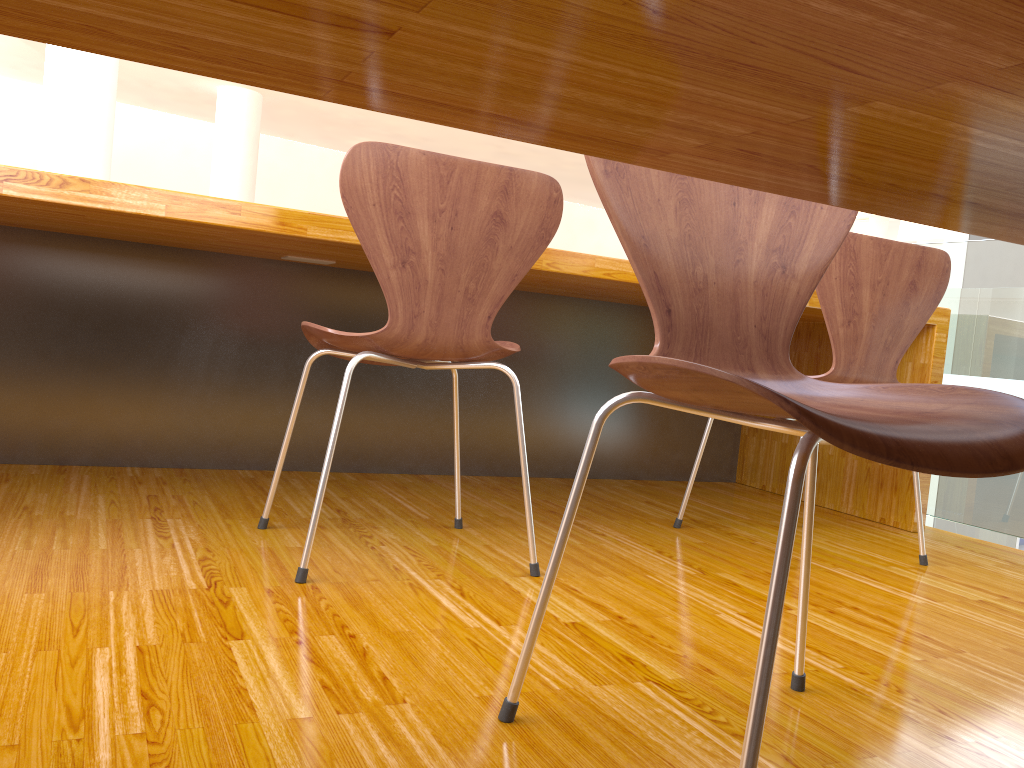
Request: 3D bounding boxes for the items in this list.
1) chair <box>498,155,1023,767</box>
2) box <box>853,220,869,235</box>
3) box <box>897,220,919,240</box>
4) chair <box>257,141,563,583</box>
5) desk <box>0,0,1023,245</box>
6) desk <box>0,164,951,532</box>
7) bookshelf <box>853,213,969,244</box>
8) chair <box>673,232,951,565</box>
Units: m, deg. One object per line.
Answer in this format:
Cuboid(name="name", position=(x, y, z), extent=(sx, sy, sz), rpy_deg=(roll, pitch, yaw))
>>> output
Cuboid(name="chair", position=(0.288, 0.046, 0.861), extent=(0.428, 0.693, 0.381), rpy_deg=(4, 3, -25))
Cuboid(name="box", position=(4.200, -1.784, 10.515), extent=(0.274, 0.296, 0.245), rpy_deg=(4, 3, -25))
Cuboid(name="box", position=(4.489, -1.725, 9.904), extent=(0.274, 0.296, 0.245), rpy_deg=(4, 3, -25))
Cuboid(name="chair", position=(-0.187, -0.037, 1.613), extent=(0.428, 0.693, 0.381), rpy_deg=(4, 3, -25))
Cuboid(name="desk", position=(0.370, 0.115, 0.460), extent=(3.356, 0.606, 0.760), rpy_deg=(4, 3, -25))
Cuboid(name="desk", position=(-0.588, 0.145, 2.265), extent=(3.216, 1.022, 1.248), rpy_deg=(4, 3, -25))
Cuboid(name="bookshelf", position=(3.970, -1.140, 10.742), extent=(0.498, 1.836, 2.984), rpy_deg=(4, 3, -25))
Cuboid(name="chair", position=(0.688, 0.029, 2.030), extent=(0.428, 0.693, 0.381), rpy_deg=(4, 3, -25))
